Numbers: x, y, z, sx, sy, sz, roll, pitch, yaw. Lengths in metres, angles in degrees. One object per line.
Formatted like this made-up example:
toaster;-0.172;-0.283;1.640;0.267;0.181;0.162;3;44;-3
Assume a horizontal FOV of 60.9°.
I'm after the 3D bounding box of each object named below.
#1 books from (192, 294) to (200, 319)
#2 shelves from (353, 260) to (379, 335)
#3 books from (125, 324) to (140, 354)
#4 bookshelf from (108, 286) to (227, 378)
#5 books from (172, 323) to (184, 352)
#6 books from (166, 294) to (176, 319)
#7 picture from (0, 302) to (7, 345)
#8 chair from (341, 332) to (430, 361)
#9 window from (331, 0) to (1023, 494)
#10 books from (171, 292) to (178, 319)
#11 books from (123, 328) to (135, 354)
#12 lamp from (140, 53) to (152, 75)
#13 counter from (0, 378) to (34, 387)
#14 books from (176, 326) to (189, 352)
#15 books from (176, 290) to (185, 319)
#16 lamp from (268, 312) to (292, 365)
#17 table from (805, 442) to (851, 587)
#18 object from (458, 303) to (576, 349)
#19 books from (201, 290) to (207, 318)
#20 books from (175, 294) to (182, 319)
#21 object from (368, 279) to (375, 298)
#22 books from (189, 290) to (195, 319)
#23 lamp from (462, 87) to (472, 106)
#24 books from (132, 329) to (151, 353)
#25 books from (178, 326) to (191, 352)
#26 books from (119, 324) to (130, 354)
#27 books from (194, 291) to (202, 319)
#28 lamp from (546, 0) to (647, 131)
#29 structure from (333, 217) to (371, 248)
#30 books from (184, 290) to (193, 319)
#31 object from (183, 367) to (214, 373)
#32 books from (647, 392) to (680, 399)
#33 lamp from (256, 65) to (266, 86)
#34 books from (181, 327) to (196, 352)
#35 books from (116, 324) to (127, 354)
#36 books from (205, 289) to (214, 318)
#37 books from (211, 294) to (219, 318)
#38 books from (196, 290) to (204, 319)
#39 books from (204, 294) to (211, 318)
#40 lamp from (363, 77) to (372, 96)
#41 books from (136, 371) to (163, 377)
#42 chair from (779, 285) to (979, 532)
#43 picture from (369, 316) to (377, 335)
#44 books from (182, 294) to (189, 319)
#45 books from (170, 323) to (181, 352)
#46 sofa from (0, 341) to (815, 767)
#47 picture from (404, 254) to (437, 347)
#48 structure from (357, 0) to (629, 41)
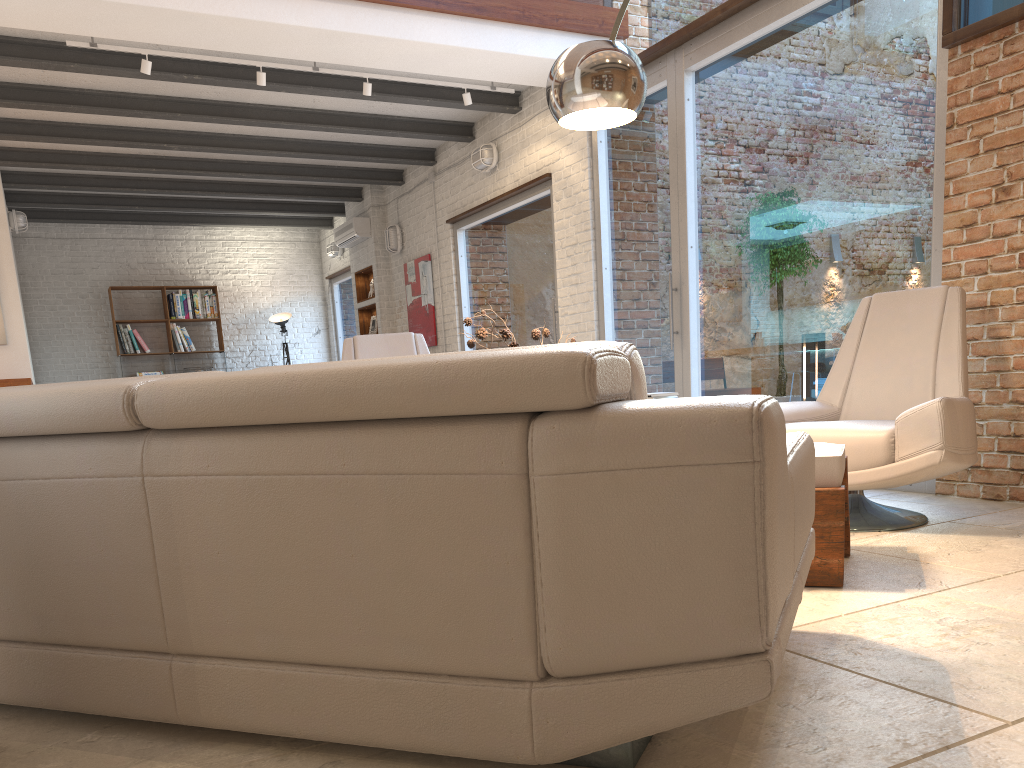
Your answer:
books;-4.272;-1.034;11.748;0.055;0.337;0.251;-9;9;-28
shelves;-1.699;-0.753;10.838;0.190;1.460;0.757;-9;10;-28
books;-4.985;-0.582;11.457;0.120;0.390;0.240;-9;9;-28
bookshelf;-4.548;-0.167;11.730;1.305;2.252;0.359;-7;11;-27
books;-4.493;-0.613;11.702;0.102;0.392;0.240;-9;9;-28
books;-4.550;-1.017;11.633;0.055;0.337;0.251;-9;9;-28
picture;-5.032;-0.860;7.904;0.649;1.039;0.020;-7;11;-26
chair;-0.615;0.220;4.667;1.024;1.039;0.954;-5;6;-11
window;0.455;-2.578;7.103;0.640;6.534;12.217;-9;5;-28
books;-4.517;-1.033;11.647;0.020;0.367;0.268;-9;9;-28
books;-5.048;-0.555;11.463;0.101;0.341;0.251;-9;8;-28
lamp;-2.320;-2.018;5.525;0.086;0.132;0.058;1;10;32
counter;-4.681;0.503;6.922;1.671;0.938;2.473;-5;2;-28
books;-4.450;-0.599;11.738;0.123;0.356;0.268;-8;8;-28
books;-4.436;-1.052;11.672;0.036;0.392;0.240;-9;9;-28
lamp;-2.935;-0.088;12.198;0.867;1.888;0.493;2;11;34
table;0.295;0.453;3.768;2.209;0.438;1.933;-3;1;23
object;0.005;-0.008;3.375;0.316;0.620;0.531;2;8;33
books;-4.189;-1.068;11.803;0.036;0.392;0.240;-9;9;-28
books;-4.473;-1.022;11.652;0.055;0.337;0.251;-9;9;-28
object;-1.707;-1.174;10.718;0.111;0.248;0.212;-7;7;-20
books;-4.322;-1.059;11.735;0.036;0.392;0.240;-9;9;-28
lamp;-0.336;-2.146;6.535;0.059;0.132;0.085;0;8;22
books;-4.913;-0.556;11.524;0.193;0.326;0.251;-8;8;-28
books;-4.435;-0.600;11.756;0.123;0.356;0.268;-8;8;-28
books;-5.086;-0.578;11.419;0.090;0.393;0.240;-9;9;-28
books;-4.246;-1.050;11.775;0.020;0.367;0.268;-9;9;-28
lamp;1.139;-0.563;2.713;2.034;2.406;0.309;-3;10;9
structure;-1.941;-1.826;10.555;0.198;0.224;0.807;-7;2;-28
books;-4.350;-1.057;11.709;0.036;0.392;0.240;-9;9;-28
object;-4.275;-0.122;11.917;0.404;0.206;0.392;-3;3;14
books;0.729;0.090;5.043;0.384;0.081;0.566;-4;1;-44
lamp;-1.684;-2.059;5.853;0.060;0.132;0.085;-8;8;-26
books;-4.386;-0.594;11.766;0.156;0.336;0.251;-8;8;-28
books;-5.115;-0.576;11.395;0.090;0.393;0.240;-9;9;-28
books;-4.106;-1.073;11.845;0.036;0.392;0.240;-9;9;-28
books;-4.069;-1.048;11.887;0.055;0.337;0.251;-9;9;-28
books;-4.228;-1.065;11.798;0.036;0.392;0.240;-9;9;-28
books;-4.144;-1.043;11.824;0.055;0.337;0.251;-9;9;-28
lamp;-1.028;-2.107;6.188;0.060;0.123;0.085;-8;8;-26
books;-4.829;-0.128;11.612;0.324;0.057;0.252;-4;1;-25
chair;1.560;0.088;3.810;0.968;1.021;1.021;-9;7;-43
picture;-1.712;-0.731;10.891;0.101;0.250;0.191;-10;9;-37
books;-4.399;-1.026;11.711;0.055;0.337;0.251;-9;9;-28
books;-4.538;-0.611;11.706;0.100;0.392;0.240;-9;9;-28
sofa;-0.485;0.342;2.212;2.333;0.773;1.120;-3;3;22
picture;-1.020;-0.888;9.659;0.019;0.981;0.734;-9;9;-28
structure;-3.788;-1.185;4.534;10.067;4.225;13.728;-4;1;-28
